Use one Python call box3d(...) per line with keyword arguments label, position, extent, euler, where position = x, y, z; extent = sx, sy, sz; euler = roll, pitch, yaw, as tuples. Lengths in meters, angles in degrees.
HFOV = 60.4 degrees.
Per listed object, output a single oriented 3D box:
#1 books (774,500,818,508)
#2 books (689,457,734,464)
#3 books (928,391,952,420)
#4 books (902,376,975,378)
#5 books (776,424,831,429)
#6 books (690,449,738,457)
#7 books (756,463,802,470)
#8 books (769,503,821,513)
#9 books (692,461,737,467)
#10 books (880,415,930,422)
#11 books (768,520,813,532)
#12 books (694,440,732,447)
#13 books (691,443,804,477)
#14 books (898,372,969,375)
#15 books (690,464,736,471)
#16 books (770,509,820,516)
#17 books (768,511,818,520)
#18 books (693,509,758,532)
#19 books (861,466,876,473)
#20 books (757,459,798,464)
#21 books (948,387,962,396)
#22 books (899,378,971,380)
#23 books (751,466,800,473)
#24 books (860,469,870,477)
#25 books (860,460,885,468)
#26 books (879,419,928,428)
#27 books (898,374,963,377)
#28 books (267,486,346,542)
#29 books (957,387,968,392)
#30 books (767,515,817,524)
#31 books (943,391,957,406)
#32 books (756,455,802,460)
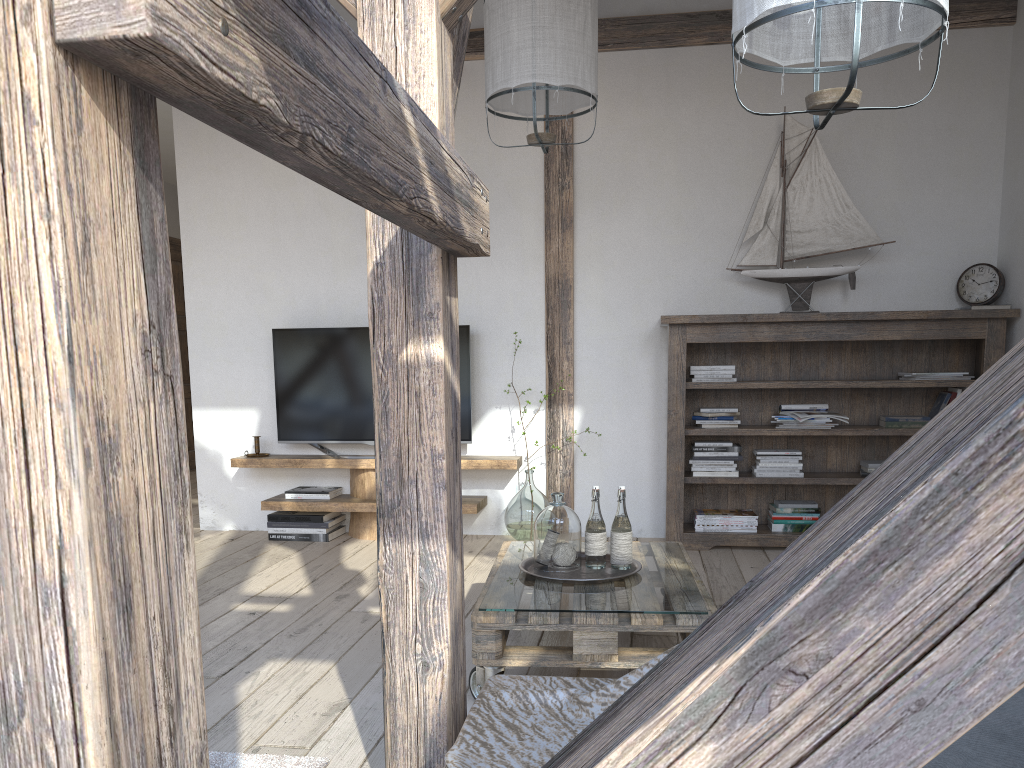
box3d(label="books", position=(1.456, 0.615, 4.513), extent=(0.199, 0.021, 0.131), euler=(0, 2, 8))
box3d(label="books", position=(1.024, 0.393, 4.511), extent=(0.219, 0.017, 0.155), euler=(0, 2, 14))
box3d(label="books", position=(2.102, 0.125, 4.343), extent=(0.082, 0.175, 0.129), euler=(0, 6, 9))
box3d(label="books", position=(2.082, -0.035, 4.307), extent=(0.258, 0.009, 0.202), euler=(-1, 2, 0))
box3d(label="books", position=(1.458, 0.213, 4.411), extent=(0.258, 0.009, 0.202), euler=(0, 2, 17))
box3d(label="books", position=(1.034, 0.352, 4.509), extent=(0.219, 0.021, 0.156), euler=(-1, 2, 4))
box3d(label="books", position=(1.355, 0.417, 4.475), extent=(0.219, 0.017, 0.155), euler=(0, 2, 14))
box3d(label="books", position=(1.451, 0.638, 4.521), extent=(0.221, 0.025, 0.172), euler=(-1, 2, 4))
box3d(label="books", position=(1.037, 0.411, 4.527), extent=(0.219, 0.017, 0.155), euler=(0, 2, 9))
box3d(label="books", position=(1.947, 0.171, 4.365), extent=(0.204, 0.021, 0.148), euler=(0, 2, 13))
box3d(label="books", position=(1.440, 0.725, 4.522), extent=(0.223, 0.039, 0.171), euler=(0, 2, 9))
box3d(label="books", position=(1.026, 0.304, 4.498), extent=(0.184, 0.019, 0.138), euler=(0, 2, 9))
box3d(label="books", position=(1.196, 0.388, 4.510), extent=(0.548, 0.154, 0.204), euler=(0, 4, 8))
box3d(label="books", position=(2.060, -0.052, 4.311), extent=(0.258, 0.009, 0.202), euler=(-1, 2, 5))
box3d(label="books", position=(1.032, 0.430, 4.535), extent=(0.219, 0.021, 0.156), euler=(0, 2, 9))
box3d(label="books", position=(1.452, 0.657, 4.523), extent=(0.230, 0.013, 0.171), euler=(0, 2, 12))
box3d(label="books", position=(1.441, 0.674, 4.513), extent=(0.224, 0.021, 0.156), euler=(0, 2, 9))
box3d(label="books", position=(1.103, 0.704, 4.558), extent=(0.316, 0.089, 0.235), euler=(0, 2, 8))
box3d(label="books", position=(1.877, 0.425, 4.414), extent=(0.211, 0.023, 0.158), euler=(0, 2, 9))
box3d(label="books", position=(1.347, 0.387, 4.468), extent=(0.184, 0.019, 0.138), euler=(0, 2, 9))
box3d(label="books", position=(2.160, 0.114, 4.334), extent=(0.050, 0.194, 0.137), euler=(0, 6, 8))
box3d(label="books", position=(2.068, -0.026, 4.309), extent=(0.258, 0.009, 0.202), euler=(-1, 2, 3))
box3d(label="books", position=(1.338, 0.434, 4.482), extent=(0.219, 0.017, 0.155), euler=(0, 2, 9))
box3d(label="books", position=(1.870, 0.449, 4.417), extent=(0.228, 0.024, 0.150), euler=(0, 2, 17))
box3d(label="books", position=(1.879, 0.403, 4.410), extent=(0.228, 0.024, 0.150), euler=(-1, 2, 5))
box3d(label="books", position=(1.956, 0.197, 4.373), extent=(0.219, 0.031, 0.160), euler=(0, 2, 12))
box3d(label="books", position=(2.049, -0.043, 4.318), extent=(0.258, 0.009, 0.202), euler=(0, 2, 15))
box3d(label="books", position=(-1.145, 0.723, 4.918), extent=(0.360, 0.269, 0.287), euler=(0, 5, 9))
box3d(label="books", position=(2.213, 0.110, 4.323), extent=(0.021, 0.204, 0.133), euler=(1, 7, 8))
box3d(label="books", position=(1.441, 0.695, 4.516), extent=(0.224, 0.021, 0.156), euler=(-1, 2, 4))
box3d(label="books", position=(2.134, 0.123, 4.335), extent=(0.059, 0.178, 0.137), euler=(0, 6, 7))
box3d(label="books", position=(1.360, 0.369, 4.491), extent=(0.219, 0.017, 0.155), euler=(0, 2, 14))
